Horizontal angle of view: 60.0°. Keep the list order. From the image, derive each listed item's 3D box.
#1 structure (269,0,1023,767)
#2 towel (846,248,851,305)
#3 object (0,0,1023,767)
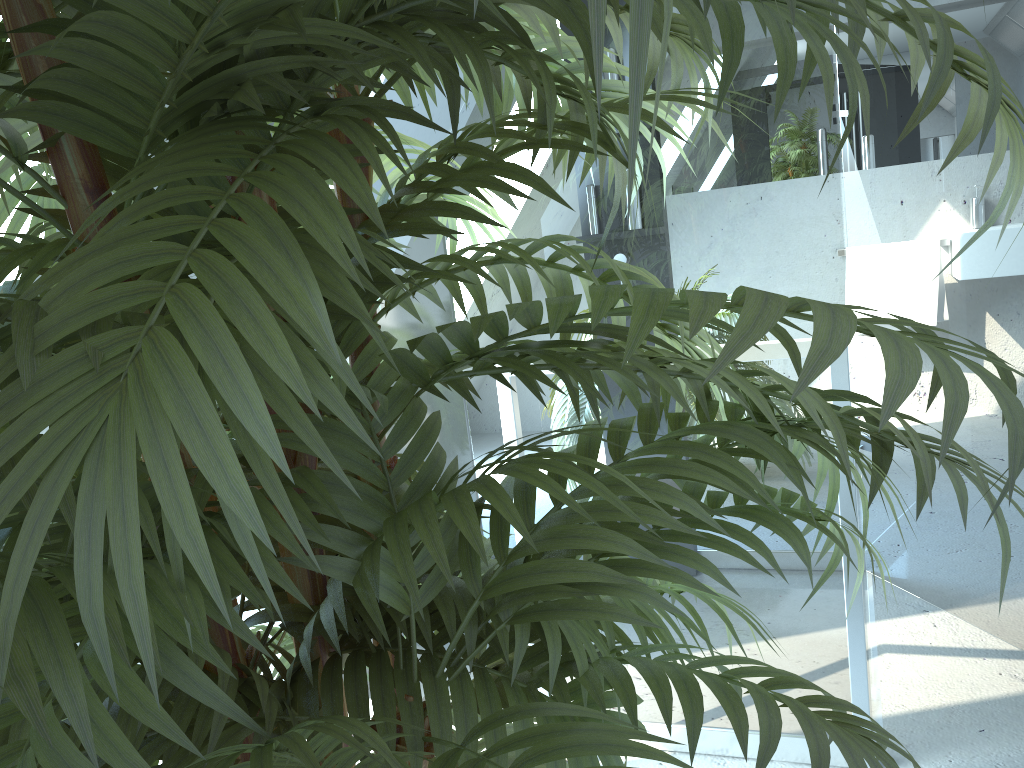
[{"bbox_3d":[0.433,-0.354,2.048,1.835,2.114,1.184,-3,10,21],"label":"structure"},{"bbox_3d":[1.790,-0.446,4.147,0.455,0.429,0.063,-3,10,22],"label":"towel"},{"bbox_3d":[-0.184,-0.012,0.606,1.020,2.034,0.980,-10,10,-20],"label":"object"}]
